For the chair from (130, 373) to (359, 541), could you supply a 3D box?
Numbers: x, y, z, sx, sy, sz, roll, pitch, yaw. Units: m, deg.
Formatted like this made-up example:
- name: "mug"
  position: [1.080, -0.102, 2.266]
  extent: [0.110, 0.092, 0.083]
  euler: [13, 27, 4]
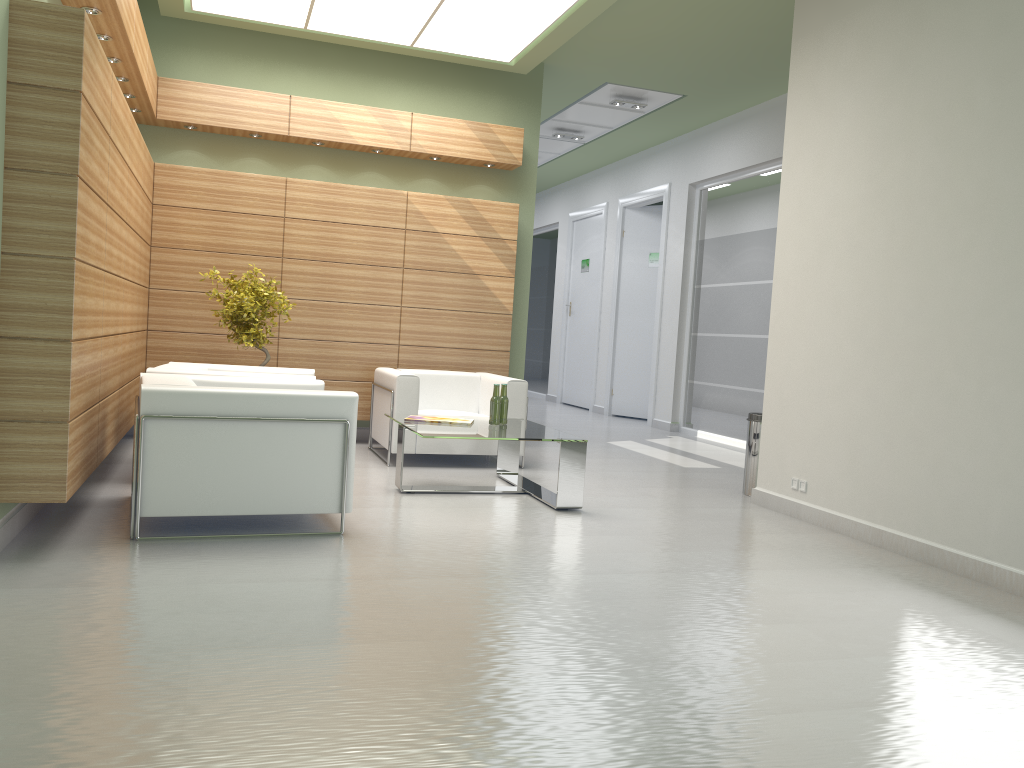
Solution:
- name: "chair"
  position: [-2.505, 0.593, 8.160]
  extent: [1.802, 1.234, 1.894]
  euler: [2, 3, -23]

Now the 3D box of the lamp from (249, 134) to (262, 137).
- name: "lamp"
  position: [-3.769, -3.677, 13.031]
  extent: [0.181, 0.074, 0.181]
  euler: [2, 3, -24]

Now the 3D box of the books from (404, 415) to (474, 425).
- name: "books"
  position: [-0.839, 0.420, 10.321]
  extent: [0.762, 0.025, 0.508]
  euler: [4, 3, 2]

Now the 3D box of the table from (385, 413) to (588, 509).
- name: "table"
  position: [-0.407, 0.844, 10.122]
  extent: [1.783, 0.742, 2.197]
  euler: [3, 3, -18]

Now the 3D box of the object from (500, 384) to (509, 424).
- name: "object"
  position: [-0.105, 0.235, 10.439]
  extent: [0.131, 0.475, 0.131]
  euler: [6, 4, 37]

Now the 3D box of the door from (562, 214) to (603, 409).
- name: "door"
  position: [1.871, -1.946, 23.979]
  extent: [0.250, 5.083, 2.089]
  euler: [3, 3, -18]

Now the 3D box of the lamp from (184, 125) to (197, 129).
- name: "lamp"
  position: [-4.622, -3.717, 12.751]
  extent: [0.181, 0.074, 0.181]
  euler: [2, 3, -24]

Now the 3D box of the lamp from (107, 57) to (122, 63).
- name: "lamp"
  position: [-4.325, -3.533, 9.601]
  extent: [0.181, 0.074, 0.181]
  euler: [2, 4, -35]

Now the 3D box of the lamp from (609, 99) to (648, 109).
- name: "lamp"
  position: [2.173, -5.266, 16.551]
  extent: [0.657, 0.159, 0.286]
  euler: [3, 3, -18]

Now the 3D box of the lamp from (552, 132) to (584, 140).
- name: "lamp"
  position: [1.234, -5.478, 19.447]
  extent: [0.657, 0.159, 0.286]
  euler: [3, 3, -18]

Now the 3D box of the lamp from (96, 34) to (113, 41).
- name: "lamp"
  position: [-4.074, -3.476, 8.828]
  extent: [0.181, 0.074, 0.181]
  euler: [7, 4, 44]

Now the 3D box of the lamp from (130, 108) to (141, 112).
- name: "lamp"
  position: [-5.072, -3.701, 11.904]
  extent: [0.181, 0.074, 0.181]
  euler: [2, 4, -35]

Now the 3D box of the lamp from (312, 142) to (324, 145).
- name: "lamp"
  position: [-2.906, -3.636, 13.314]
  extent: [0.181, 0.074, 0.181]
  euler: [6, 4, 32]

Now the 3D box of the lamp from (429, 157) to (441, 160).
- name: "lamp"
  position: [-1.202, -3.557, 13.872]
  extent: [0.181, 0.074, 0.181]
  euler: [6, 4, 32]

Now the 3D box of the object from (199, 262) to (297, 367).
- name: "object"
  position: [-3.624, -0.351, 11.899]
  extent: [1.116, 2.565, 1.201]
  euler: [6, 4, 40]

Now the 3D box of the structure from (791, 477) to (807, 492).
- name: "structure"
  position: [3.165, 1.109, 9.786]
  extent: [0.017, 0.118, 0.262]
  euler: [3, 3, -18]

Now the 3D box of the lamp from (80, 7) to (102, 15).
- name: "lamp"
  position: [-3.827, -3.421, 8.067]
  extent: [0.181, 0.074, 0.181]
  euler: [2, 4, -35]

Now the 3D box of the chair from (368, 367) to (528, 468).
- name: "chair"
  position: [-0.938, 0.459, 12.627]
  extent: [1.894, 1.234, 1.802]
  euler: [3, 3, -18]

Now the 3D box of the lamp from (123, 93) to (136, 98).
- name: "lamp"
  position: [-4.823, -3.645, 11.137]
  extent: [0.181, 0.074, 0.181]
  euler: [7, 4, 44]

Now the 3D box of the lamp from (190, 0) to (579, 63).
- name: "lamp"
  position: [-1.418, -4.981, 10.401]
  extent: [4.571, 0.325, 5.060]
  euler: [3, 3, -18]

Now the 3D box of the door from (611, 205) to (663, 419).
- name: "door"
  position: [3.413, -1.697, 21.119]
  extent: [2.089, 5.083, 0.134]
  euler: [6, 4, 42]

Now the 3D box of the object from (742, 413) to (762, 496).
- name: "object"
  position: [3.172, 0.893, 11.179]
  extent: [0.482, 1.027, 0.483]
  euler: [6, 4, 43]

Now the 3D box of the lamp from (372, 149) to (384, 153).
- name: "lamp"
  position: [-2.060, -3.597, 13.591]
  extent: [0.181, 0.074, 0.181]
  euler: [2, 3, -24]

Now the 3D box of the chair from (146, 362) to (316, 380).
- name: "chair"
  position: [-3.204, 0.432, 10.371]
  extent: [1.769, 1.234, 1.894]
  euler: [3, 3, -13]

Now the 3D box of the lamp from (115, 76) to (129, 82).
- name: "lamp"
  position: [-4.570, -3.588, 10.359]
  extent: [0.181, 0.074, 0.181]
  euler: [2, 4, -35]

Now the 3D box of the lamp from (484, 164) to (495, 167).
- name: "lamp"
  position: [-0.362, -3.517, 14.148]
  extent: [0.181, 0.074, 0.181]
  euler: [2, 3, -24]

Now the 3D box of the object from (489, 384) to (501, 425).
- name: "object"
  position: [-0.191, 0.238, 10.284]
  extent: [0.131, 0.475, 0.131]
  euler: [6, 4, 37]
